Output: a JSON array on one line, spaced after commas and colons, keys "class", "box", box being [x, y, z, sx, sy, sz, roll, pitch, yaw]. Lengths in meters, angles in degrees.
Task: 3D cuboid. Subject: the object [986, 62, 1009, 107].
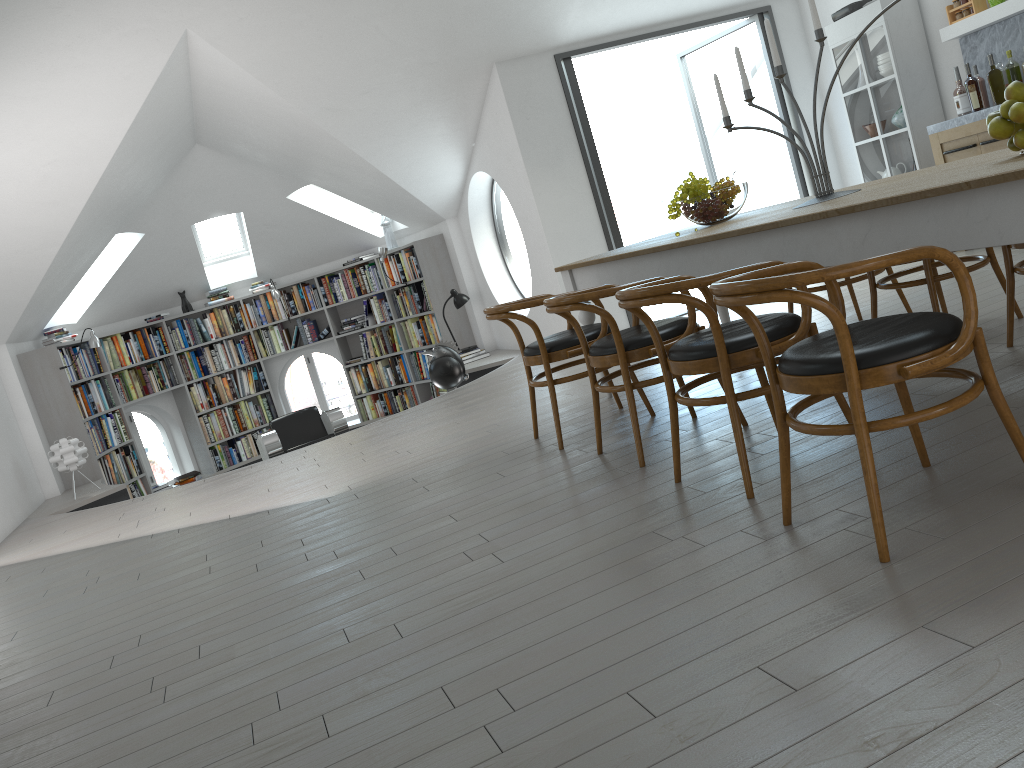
[{"class": "object", "box": [3.460, -2.125, 6.248, 0.183, 0.285, 0.185, -16, 7, 7]}]

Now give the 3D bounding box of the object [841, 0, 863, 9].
[{"class": "object", "box": [2.800, -3.036, 7.225, 0.170, 0.119, 0.170, -19, 8, -17]}]

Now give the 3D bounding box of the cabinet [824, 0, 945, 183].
[{"class": "cabinet", "box": [3.136, -2.056, 7.218, 0.362, 1.983, 0.642, -19, 7, -17]}]

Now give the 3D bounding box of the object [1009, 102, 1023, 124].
[{"class": "object", "box": [1.462, -0.780, 2.545, 0.062, 0.063, 0.063, -12, 9, 35]}]

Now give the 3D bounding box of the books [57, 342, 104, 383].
[{"class": "books", "box": [-4.486, -0.189, 8.944, 0.300, 0.360, 1.036, -17, 8, -1]}]

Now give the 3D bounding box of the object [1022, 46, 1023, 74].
[{"class": "object", "box": [3.471, -2.100, 5.937, 0.085, 0.330, 0.085, -18, 7, -9]}]

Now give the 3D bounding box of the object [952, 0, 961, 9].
[{"class": "object", "box": [3.245, -2.771, 6.463, 0.058, 0.075, 0.059, -16, 7, 6]}]

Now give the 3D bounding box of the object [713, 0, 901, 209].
[{"class": "object", "box": [1.171, -1.150, 3.411, 0.773, 0.872, 0.267, -9, 10, 46]}]

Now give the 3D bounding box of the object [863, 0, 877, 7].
[{"class": "object", "box": [2.909, -3.001, 6.935, 0.294, 0.024, 0.151, -16, 8, 7]}]

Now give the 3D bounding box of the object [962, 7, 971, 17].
[{"class": "object", "box": [3.291, -2.686, 6.409, 0.058, 0.075, 0.059, -16, 7, 6]}]

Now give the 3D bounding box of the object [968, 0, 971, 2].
[{"class": "object", "box": [3.288, -2.765, 6.336, 0.058, 0.075, 0.059, -16, 7, 6]}]

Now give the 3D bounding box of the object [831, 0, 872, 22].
[{"class": "object", "box": [2.806, -3.018, 7.227, 0.299, 0.119, 0.299, -19, 8, -17]}]

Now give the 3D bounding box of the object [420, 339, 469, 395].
[{"class": "object", "box": [-0.601, -0.131, 8.067, 0.320, 0.561, 0.322, -10, 10, 45]}]

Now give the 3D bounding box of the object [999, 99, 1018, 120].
[{"class": "object", "box": [1.461, -0.805, 2.599, 0.058, 0.057, 0.053, -17, 7, -3]}]

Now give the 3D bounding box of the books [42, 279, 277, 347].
[{"class": "books", "box": [-3.982, -0.825, 10.062, 0.745, 0.173, 2.831, -9, 11, 43]}]

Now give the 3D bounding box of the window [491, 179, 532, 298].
[{"class": "window", "box": [0.146, -1.418, 8.593, 0.104, 1.465, 1.471, -19, 8, -17]}]

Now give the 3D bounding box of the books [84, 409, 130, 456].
[{"class": "books", "box": [-4.240, 0.528, 9.023, 0.260, 0.358, 1.023, -17, 8, 0]}]

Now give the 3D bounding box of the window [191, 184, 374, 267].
[{"class": "window", "box": [-3.282, -1.793, 9.891, 4.066, 0.711, 1.934, -19, 8, -17]}]

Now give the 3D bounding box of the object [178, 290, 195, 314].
[{"class": "object", "box": [-3.854, -0.971, 10.479, 0.147, 0.264, 0.202, -19, 8, -20]}]

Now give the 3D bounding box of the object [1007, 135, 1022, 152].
[{"class": "object", "box": [1.515, -0.723, 2.659, 0.050, 0.050, 0.051, -18, 8, -13]}]

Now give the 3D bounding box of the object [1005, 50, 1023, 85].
[{"class": "object", "box": [3.442, -2.119, 6.078, 0.092, 0.338, 0.092, -17, 7, 1]}]

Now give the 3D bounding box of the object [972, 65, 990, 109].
[{"class": "object", "box": [3.390, -2.150, 6.429, 0.085, 0.330, 0.085, -18, 7, -9]}]

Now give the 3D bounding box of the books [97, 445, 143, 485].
[{"class": "books", "box": [-4.057, 1.085, 8.825, 0.391, 0.693, 1.644, -18, 8, -7]}]

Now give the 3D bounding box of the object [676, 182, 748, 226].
[{"class": "object", "box": [1.007, -0.871, 4.390, 0.362, 0.159, 0.359, -23, 10, -36]}]

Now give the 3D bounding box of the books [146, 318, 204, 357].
[{"class": "books", "box": [-3.984, -0.545, 10.371, 0.686, 0.345, 0.264, -23, 10, -40]}]

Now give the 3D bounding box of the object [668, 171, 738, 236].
[{"class": "object", "box": [0.961, -0.924, 4.389, 0.291, 0.283, 0.396, -11, 9, 37]}]

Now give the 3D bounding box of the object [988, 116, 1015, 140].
[{"class": "object", "box": [1.450, -0.758, 2.627, 0.070, 0.072, 0.071, -11, 9, 37]}]

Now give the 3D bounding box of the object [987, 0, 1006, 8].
[{"class": "object", "box": [3.344, -2.716, 6.149, 0.128, 0.198, 0.163, -20, 8, -22]}]

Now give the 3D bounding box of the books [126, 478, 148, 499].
[{"class": "books", "box": [-4.063, 1.237, 9.167, 0.282, 0.318, 0.921, -17, 8, 1]}]

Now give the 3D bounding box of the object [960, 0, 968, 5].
[{"class": "object", "box": [3.267, -2.768, 6.399, 0.058, 0.075, 0.059, -16, 7, 6]}]

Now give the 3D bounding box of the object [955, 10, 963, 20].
[{"class": "object", "box": [3.270, -2.689, 6.473, 0.058, 0.075, 0.059, -16, 7, 6]}]

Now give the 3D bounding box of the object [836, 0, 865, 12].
[{"class": "object", "box": [2.803, -3.027, 7.226, 0.239, 0.119, 0.238, -19, 8, -17]}]

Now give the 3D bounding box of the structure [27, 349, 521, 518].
[{"class": "structure", "box": [-2.119, 0.679, 8.871, 4.696, 0.691, 4.739, -12, 9, 27]}]

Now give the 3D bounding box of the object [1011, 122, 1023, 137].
[{"class": "object", "box": [1.537, -0.774, 2.686, 0.060, 0.055, 0.059, -20, 8, -22]}]

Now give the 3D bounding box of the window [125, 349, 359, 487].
[{"class": "window", "box": [-3.393, 0.411, 10.794, 3.246, 1.147, 0.616, -22, 8, -31]}]

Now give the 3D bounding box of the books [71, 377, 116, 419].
[{"class": "books", "box": [-4.389, 0.180, 9.005, 0.303, 0.346, 1.091, -17, 8, -1]}]

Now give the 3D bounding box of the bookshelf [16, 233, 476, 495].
[{"class": "bookshelf", "box": [-2.776, -0.112, 10.091, 4.344, 1.874, 2.110, -19, 8, -17]}]

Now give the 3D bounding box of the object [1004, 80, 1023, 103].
[{"class": "object", "box": [1.495, -0.859, 2.618, 0.072, 0.074, 0.072, -19, 8, -17]}]

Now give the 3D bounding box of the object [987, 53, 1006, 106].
[{"class": "object", "box": [3.326, -2.091, 6.093, 0.092, 0.357, 0.093, -13, 7, 27]}]

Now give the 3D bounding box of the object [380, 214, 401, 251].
[{"class": "object", "box": [-1.429, -1.764, 10.192, 0.179, 0.471, 0.179, -18, 7, -8]}]

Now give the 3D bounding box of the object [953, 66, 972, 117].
[{"class": "object", "box": [3.279, -2.139, 6.474, 0.085, 0.358, 0.089, -16, 7, 4]}]

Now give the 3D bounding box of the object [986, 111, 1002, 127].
[{"class": "object", "box": [1.473, -0.794, 2.678, 0.071, 0.063, 0.072, -20, 8, -24]}]

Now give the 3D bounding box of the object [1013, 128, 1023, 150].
[{"class": "object", "box": [1.501, -0.717, 2.590, 0.063, 0.063, 0.064, -17, 7, -6]}]

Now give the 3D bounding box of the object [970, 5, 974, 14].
[{"class": "object", "box": [3.313, -2.683, 6.346, 0.058, 0.075, 0.059, -16, 7, 6]}]

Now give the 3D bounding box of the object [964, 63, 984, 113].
[{"class": "object", "box": [3.262, -2.096, 6.280, 0.092, 0.358, 0.093, -15, 7, 17]}]

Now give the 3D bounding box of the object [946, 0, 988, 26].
[{"class": "object", "box": [3.284, -2.708, 6.404, 0.121, 0.145, 0.237, -19, 8, -17]}]

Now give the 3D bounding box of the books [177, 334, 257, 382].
[{"class": "books", "box": [-3.572, -0.315, 10.669, 1.033, 0.358, 0.300, -22, 9, -31]}]

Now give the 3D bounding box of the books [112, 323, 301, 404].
[{"class": "books", "box": [-3.628, -0.252, 10.406, 2.542, 0.370, 0.589, -23, 10, -36]}]

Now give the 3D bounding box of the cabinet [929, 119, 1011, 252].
[{"class": "cabinet", "box": [4.669, -1.357, 3.719, 1.006, 1.018, 6.433, -19, 8, -17]}]
